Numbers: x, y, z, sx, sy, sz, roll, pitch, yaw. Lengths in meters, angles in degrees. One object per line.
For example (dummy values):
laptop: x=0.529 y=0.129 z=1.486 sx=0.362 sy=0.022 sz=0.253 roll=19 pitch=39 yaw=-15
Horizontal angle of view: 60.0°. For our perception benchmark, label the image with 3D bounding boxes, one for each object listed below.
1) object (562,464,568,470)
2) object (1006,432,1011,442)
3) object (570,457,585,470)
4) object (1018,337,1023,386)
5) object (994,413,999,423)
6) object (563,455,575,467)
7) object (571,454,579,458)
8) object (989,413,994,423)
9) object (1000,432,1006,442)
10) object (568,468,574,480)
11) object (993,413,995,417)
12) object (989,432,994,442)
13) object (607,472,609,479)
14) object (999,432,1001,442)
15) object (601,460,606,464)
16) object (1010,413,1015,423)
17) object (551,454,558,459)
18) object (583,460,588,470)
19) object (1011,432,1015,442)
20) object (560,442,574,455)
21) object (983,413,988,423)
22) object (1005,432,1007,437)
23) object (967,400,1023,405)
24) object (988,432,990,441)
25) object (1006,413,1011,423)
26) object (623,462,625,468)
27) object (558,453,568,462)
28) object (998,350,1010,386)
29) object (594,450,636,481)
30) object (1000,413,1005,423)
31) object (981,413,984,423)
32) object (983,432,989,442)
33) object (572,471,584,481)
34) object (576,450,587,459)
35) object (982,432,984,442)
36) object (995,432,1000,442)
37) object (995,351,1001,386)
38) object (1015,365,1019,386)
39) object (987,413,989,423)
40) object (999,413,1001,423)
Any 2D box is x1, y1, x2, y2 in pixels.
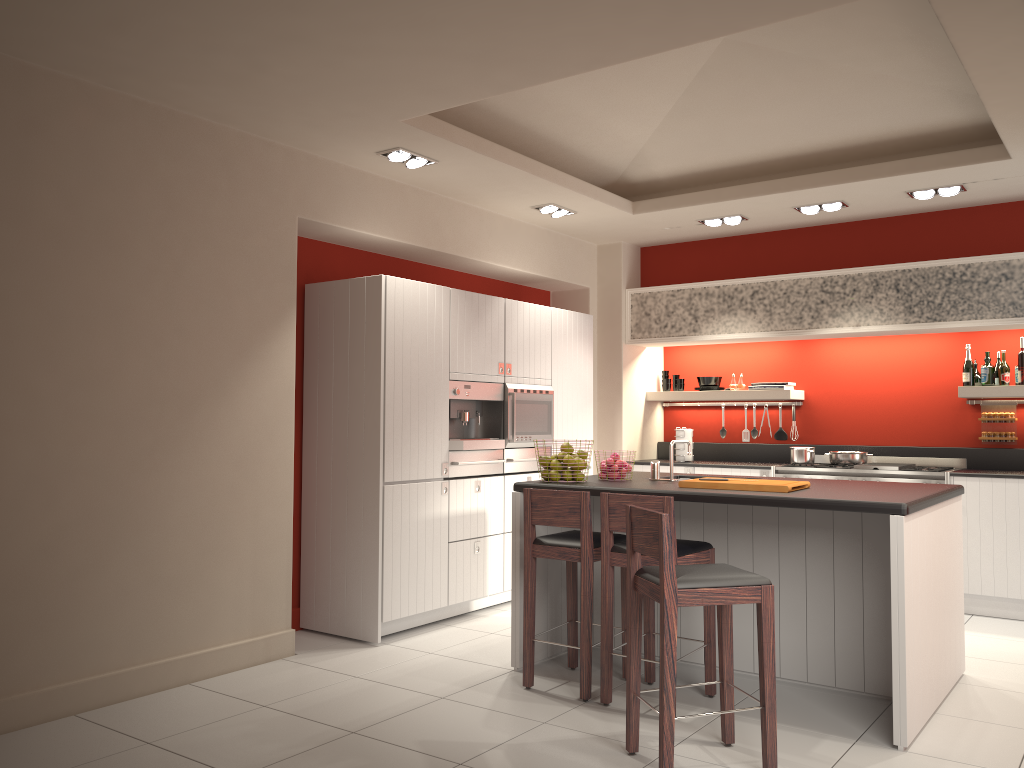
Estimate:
object: x=0.288 y=0.481 z=5.071 sx=0.064 sy=0.060 sz=0.064 roll=-1 pitch=-3 yaw=30
object: x=3.819 y=0.408 z=6.817 sx=0.034 sy=0.078 sz=0.034 roll=2 pitch=-3 yaw=-34
object: x=0.364 y=0.451 z=4.950 sx=0.082 sy=0.082 sz=0.082 roll=0 pitch=-3 yaw=3
object: x=3.856 y=-0.167 z=6.683 sx=0.062 sy=0.366 sz=0.210 roll=-2 pitch=-3 yaw=35
object: x=3.756 y=0.261 z=6.869 sx=0.034 sy=0.078 sz=0.034 roll=2 pitch=-3 yaw=-34
object: x=0.316 y=0.425 z=4.913 sx=0.067 sy=0.068 sz=0.067 roll=0 pitch=-3 yaw=-2
object: x=0.351 y=0.419 z=4.998 sx=0.056 sy=0.054 sz=0.057 roll=0 pitch=-3 yaw=7
object: x=3.724 y=0.262 z=6.892 sx=0.034 sy=0.078 sz=0.034 roll=2 pitch=-3 yaw=-34
object: x=3.787 y=0.408 z=6.839 sx=0.034 sy=0.078 sz=0.034 roll=2 pitch=-3 yaw=-34
object: x=0.350 y=0.505 z=5.021 sx=0.084 sy=0.079 sz=0.086 roll=1 pitch=-3 yaw=-9
object: x=3.764 y=0.263 z=6.911 sx=0.034 sy=0.078 sz=0.034 roll=2 pitch=-3 yaw=-34
object: x=3.724 y=0.410 z=6.885 sx=0.034 sy=0.078 sz=0.034 roll=2 pitch=-3 yaw=-34
object: x=0.571 y=0.534 z=5.195 sx=0.050 sy=0.049 sz=0.049 roll=0 pitch=-3 yaw=2
object: x=3.797 y=0.410 z=6.880 sx=0.034 sy=0.078 sz=0.034 roll=2 pitch=-3 yaw=-34
object: x=0.545 y=0.474 z=5.216 sx=0.049 sy=0.049 sz=0.048 roll=-2 pitch=-3 yaw=43
object: x=3.861 y=0.260 z=6.841 sx=0.034 sy=0.078 sz=0.034 roll=2 pitch=-3 yaw=-34
object: x=0.247 y=0.429 z=5.035 sx=0.062 sy=0.061 sz=0.057 roll=2 pitch=-3 yaw=-40
object: x=0.398 y=0.455 z=4.999 sx=0.057 sy=0.057 sz=0.055 roll=-1 pitch=-3 yaw=27
object: x=3.860 y=0.408 z=6.835 sx=0.034 sy=0.078 sz=0.034 roll=2 pitch=-3 yaw=-34
object: x=0.312 y=0.369 z=5.018 sx=0.078 sy=0.080 sz=0.078 roll=-2 pitch=-3 yaw=36
object: x=3.692 y=0.263 z=6.915 sx=0.034 sy=0.078 sz=0.034 roll=2 pitch=-3 yaw=-34
object: x=3.828 y=0.409 z=6.857 sx=0.034 sy=0.078 sz=0.034 roll=2 pitch=-3 yaw=-34
object: x=4.185 y=0.133 z=6.690 sx=1.355 sy=0.034 sz=0.048 roll=-1 pitch=-3 yaw=36
object: x=3.732 y=0.412 z=6.927 sx=0.034 sy=0.078 sz=0.034 roll=2 pitch=-3 yaw=-34
object: x=3.819 y=0.259 z=6.824 sx=0.034 sy=0.078 sz=0.034 roll=2 pitch=-3 yaw=-34
object: x=0.644 y=0.473 z=5.190 sx=0.041 sy=0.044 sz=0.045 roll=0 pitch=-3 yaw=5
object: x=0.285 y=0.409 z=4.965 sx=0.062 sy=0.061 sz=0.057 roll=2 pitch=-3 yaw=-40
object: x=3.768 y=-0.120 z=6.792 sx=0.080 sy=0.278 sz=0.080 roll=-2 pitch=-3 yaw=39
object: x=0.603 y=0.475 z=5.185 sx=0.248 sy=0.168 sz=0.247 roll=-1 pitch=-3 yaw=24
object: x=3.788 y=0.260 z=6.846 sx=0.034 sy=0.078 sz=0.034 roll=2 pitch=-3 yaw=-34
object: x=3.701 y=0.264 z=6.956 sx=0.034 sy=0.078 sz=0.034 roll=2 pitch=-3 yaw=-34
object: x=3.692 y=0.411 z=6.908 sx=0.034 sy=0.078 sz=0.034 roll=2 pitch=-3 yaw=-34
object: x=0.370 y=0.509 z=4.936 sx=0.068 sy=0.068 sz=0.068 roll=3 pitch=-3 yaw=-43
object: x=0.397 y=0.404 z=5.029 sx=0.067 sy=0.064 sz=0.067 roll=-2 pitch=-3 yaw=36
object: x=3.700 y=0.412 z=6.949 sx=0.034 sy=0.078 sz=0.034 roll=2 pitch=-3 yaw=-34
object: x=3.755 y=0.409 z=6.862 sx=0.034 sy=0.078 sz=0.034 roll=2 pitch=-3 yaw=-34
object: x=3.783 y=-0.114 z=6.889 sx=0.083 sy=0.277 sz=0.083 roll=-2 pitch=-3 yaw=39
object: x=3.893 y=-0.112 z=6.769 sx=0.094 sy=0.263 sz=0.094 roll=0 pitch=-3 yaw=2
object: x=3.732 y=0.264 z=6.934 sx=0.034 sy=0.078 sz=0.034 roll=2 pitch=-3 yaw=-34
object: x=3.797 y=0.262 z=6.887 sx=0.034 sy=0.078 sz=0.034 roll=2 pitch=-3 yaw=-34
